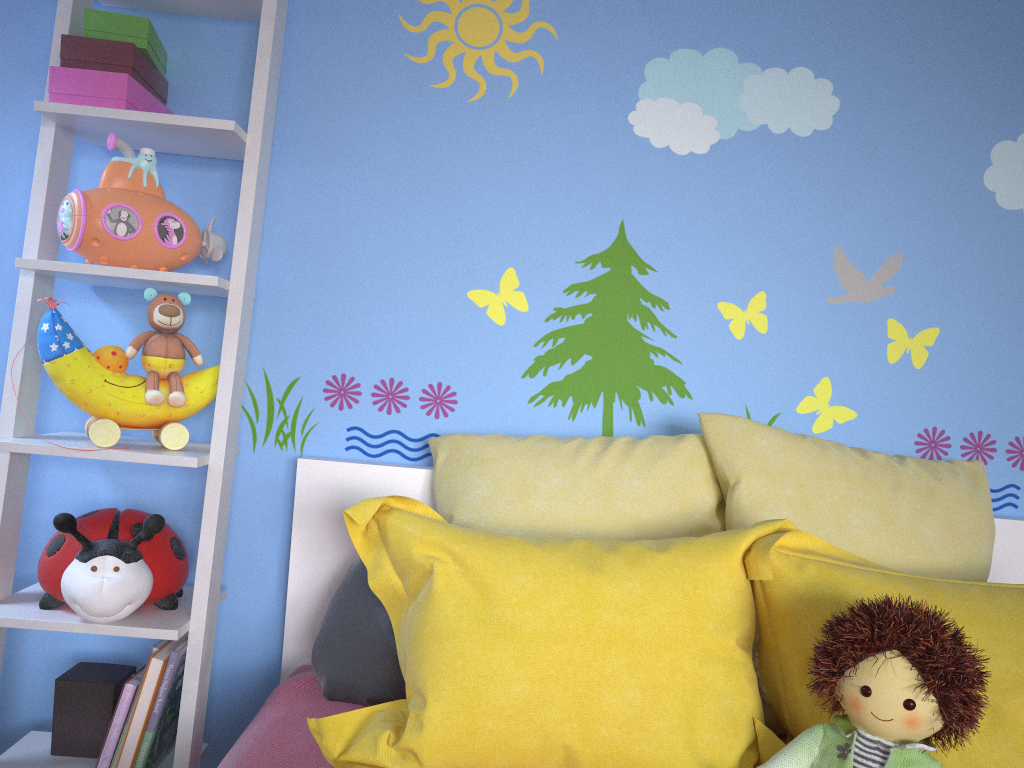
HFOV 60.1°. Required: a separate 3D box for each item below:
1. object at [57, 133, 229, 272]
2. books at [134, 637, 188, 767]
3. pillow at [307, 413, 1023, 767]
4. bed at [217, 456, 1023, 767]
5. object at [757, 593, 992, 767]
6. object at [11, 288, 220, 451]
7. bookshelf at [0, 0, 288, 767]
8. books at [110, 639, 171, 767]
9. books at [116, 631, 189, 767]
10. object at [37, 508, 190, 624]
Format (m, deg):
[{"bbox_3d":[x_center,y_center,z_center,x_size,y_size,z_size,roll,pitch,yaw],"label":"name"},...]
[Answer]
[{"bbox_3d":[-0.648,-0.313,1.585,0.296,0.234,0.157,4,2,-32],"label":"object"},{"bbox_3d":[0.662,3.920,3.828,0.359,6.726,5.399,8,3,39],"label":"books"},{"bbox_3d":[0.346,0.317,1.417,1.345,0.533,0.678,5,1,-1],"label":"pillow"},{"bbox_3d":[0.365,0.622,0.653,1.926,0.813,2.313,5,0,-2],"label":"bed"},{"bbox_3d":[0.418,0.419,1.027,0.285,0.343,0.251,6,2,32],"label":"object"},{"bbox_3d":[-0.654,-0.029,1.536,0.372,0.282,0.153,4,2,-30],"label":"object"},{"bbox_3d":[-0.686,0.000,1.579,0.391,1.856,0.379,5,3,-2],"label":"bookshelf"},{"bbox_3d":[-0.641,0.562,1.585,0.078,0.254,0.208,5,2,-2],"label":"books"},{"bbox_3d":[-0.620,0.566,1.545,0.080,0.249,0.197,5,2,-2],"label":"books"},{"bbox_3d":[-0.714,0.301,1.563,0.253,0.183,0.322,5,1,5],"label":"object"}]
